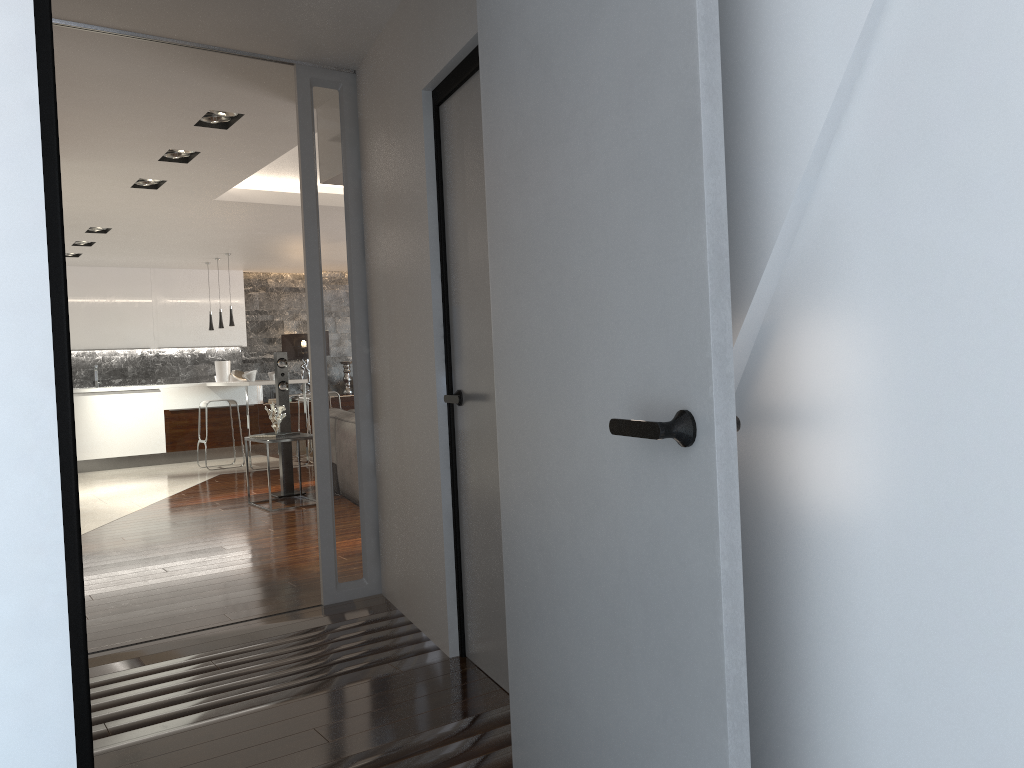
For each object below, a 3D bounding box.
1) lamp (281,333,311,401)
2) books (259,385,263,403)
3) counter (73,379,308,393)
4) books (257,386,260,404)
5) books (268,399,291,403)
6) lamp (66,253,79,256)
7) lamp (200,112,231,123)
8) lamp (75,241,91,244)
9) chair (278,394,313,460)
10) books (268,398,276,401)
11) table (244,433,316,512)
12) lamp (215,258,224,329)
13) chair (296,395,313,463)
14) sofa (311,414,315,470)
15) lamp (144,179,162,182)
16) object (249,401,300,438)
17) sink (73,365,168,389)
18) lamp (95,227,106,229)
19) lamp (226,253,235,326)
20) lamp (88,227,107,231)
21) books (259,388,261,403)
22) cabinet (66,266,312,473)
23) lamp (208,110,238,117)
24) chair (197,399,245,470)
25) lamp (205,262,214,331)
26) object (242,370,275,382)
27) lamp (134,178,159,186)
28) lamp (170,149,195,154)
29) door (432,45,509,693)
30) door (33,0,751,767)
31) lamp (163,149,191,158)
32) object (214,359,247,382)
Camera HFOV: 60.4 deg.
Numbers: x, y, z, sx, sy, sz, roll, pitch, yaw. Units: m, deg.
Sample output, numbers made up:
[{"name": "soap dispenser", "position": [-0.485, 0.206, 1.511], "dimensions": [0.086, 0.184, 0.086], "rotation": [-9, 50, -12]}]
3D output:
[{"name": "lamp", "position": [-2.938, -0.239, 12.489], "dimensions": [0.625, 0.933, 0.560], "rotation": [-4, 2, -44]}, {"name": "books", "position": [-3.435, 0.142, 11.982], "dimensions": [0.025, 0.243, 0.166], "rotation": [-3, 1, -34]}, {"name": "counter", "position": [-4.786, 0.077, 9.969], "dimensions": [4.243, 0.041, 2.552], "rotation": [-3, 2, -35]}, {"name": "books", "position": [-3.462, 0.144, 11.936], "dimensions": [0.020, 0.243, 0.166], "rotation": [-3, 1, -34]}, {"name": "books", "position": [-3.168, 0.235, 11.997], "dimensions": [0.171, 0.034, 0.255], "rotation": [-2, 2, 34]}, {"name": "lamp", "position": [-4.966, -1.480, 9.880], "dimensions": [0.169, 0.077, 0.184], "rotation": [-2, 1, 26]}, {"name": "lamp", "position": [-1.679, -1.510, 4.957], "dimensions": [0.186, 0.077, 0.167], "rotation": [-4, 2, -40]}, {"name": "lamp", "position": [-4.457, -1.485, 9.117], "dimensions": [0.167, 0.077, 0.186], "rotation": [-2, 2, 38]}, {"name": "chair", "position": [-2.714, 0.537, 11.205], "dimensions": [0.453, 0.800, 0.398], "rotation": [-3, 1, -35]}, {"name": "books", "position": [-3.169, 0.206, 11.986], "dimensions": [0.158, 0.024, 0.239], "rotation": [-2, 2, 35]}, {"name": "table", "position": [-1.872, 0.711, 7.259], "dimensions": [0.474, 0.563, 0.569], "rotation": [-3, 1, -35]}, {"name": "lamp", "position": [-3.528, -1.093, 10.607], "dimensions": [0.061, 0.845, 0.055], "rotation": [-3, 1, -35]}, {"name": "chair", "position": [-2.343, 0.533, 10.649], "dimensions": [0.453, 0.800, 0.398], "rotation": [-3, 1, -35]}, {"name": "sofa", "position": [-0.314, 0.555, 7.826], "dimensions": [2.596, 0.704, 2.616], "rotation": [-3, 1, -25]}, {"name": "lamp", "position": [-2.604, -1.501, 6.341], "dimensions": [0.185, 0.077, 0.168], "rotation": [-3, 1, -29]}, {"name": "object", "position": [-1.985, 0.289, 7.336], "dimensions": [0.273, 0.287, 0.296], "rotation": [-2, 1, 25]}, {"name": "sink", "position": [-4.984, 0.018, 10.982], "dimensions": [1.214, 0.520, 0.483], "rotation": [-3, 1, -35]}, {"name": "lamp", "position": [-3.850, -1.490, 8.211], "dimensions": [0.186, 0.077, 0.168], "rotation": [-3, 2, -35]}, {"name": "lamp", "position": [-3.284, -1.095, 10.242], "dimensions": [0.061, 0.845, 0.055], "rotation": [-3, 1, -35]}, {"name": "lamp", "position": [-3.945, -1.490, 8.353], "dimensions": [0.167, 0.077, 0.186], "rotation": [-2, 2, 38]}, {"name": "books", "position": [-3.442, 0.162, 11.952], "dimensions": [0.022, 0.205, 0.147], "rotation": [-3, 1, -34]}, {"name": "cabinet", "position": [-3.102, -0.273, 10.158], "dimensions": [7.286, 2.500, 4.217], "rotation": [-3, 2, -35]}, {"name": "lamp", "position": [-1.584, -1.511, 4.815], "dimensions": [0.185, 0.077, 0.168], "rotation": [-3, 1, -29]}, {"name": "chair", "position": [-3.449, 0.589, 10.374], "dimensions": [0.453, 0.800, 0.398], "rotation": [-3, 1, -35]}, {"name": "lamp", "position": [-3.771, -1.090, 10.971], "dimensions": [0.061, 0.845, 0.055], "rotation": [-3, 1, -35]}, {"name": "object", "position": [-2.983, -0.100, 10.408], "dimensions": [0.461, 0.133, 0.178], "rotation": [-3, 2, -35]}, {"name": "lamp", "position": [-2.699, -1.501, 6.483], "dimensions": [0.171, 0.077, 0.183], "rotation": [-2, 1, 20]}, {"name": "lamp", "position": [-2.091, -1.506, 5.574], "dimensions": [0.185, 0.077, 0.168], "rotation": [-3, 1, -29]}, {"name": "door", "position": [-0.029, -0.032, 2.833], "dimensions": [0.161, 2.093, 0.958], "rotation": [-3, 1, -23]}, {"name": "door", "position": [-0.171, 0.004, 1.556], "dimensions": [1.054, 2.093, 0.927], "rotation": [-3, 1, -35]}, {"name": "lamp", "position": [-2.186, -1.505, 5.716], "dimensions": [0.186, 0.077, 0.167], "rotation": [-4, 2, -40]}, {"name": "object", "position": [-3.781, -0.182, 11.854], "dimensions": [0.432, 0.298, 0.552], "rotation": [-3, 1, -22]}]
